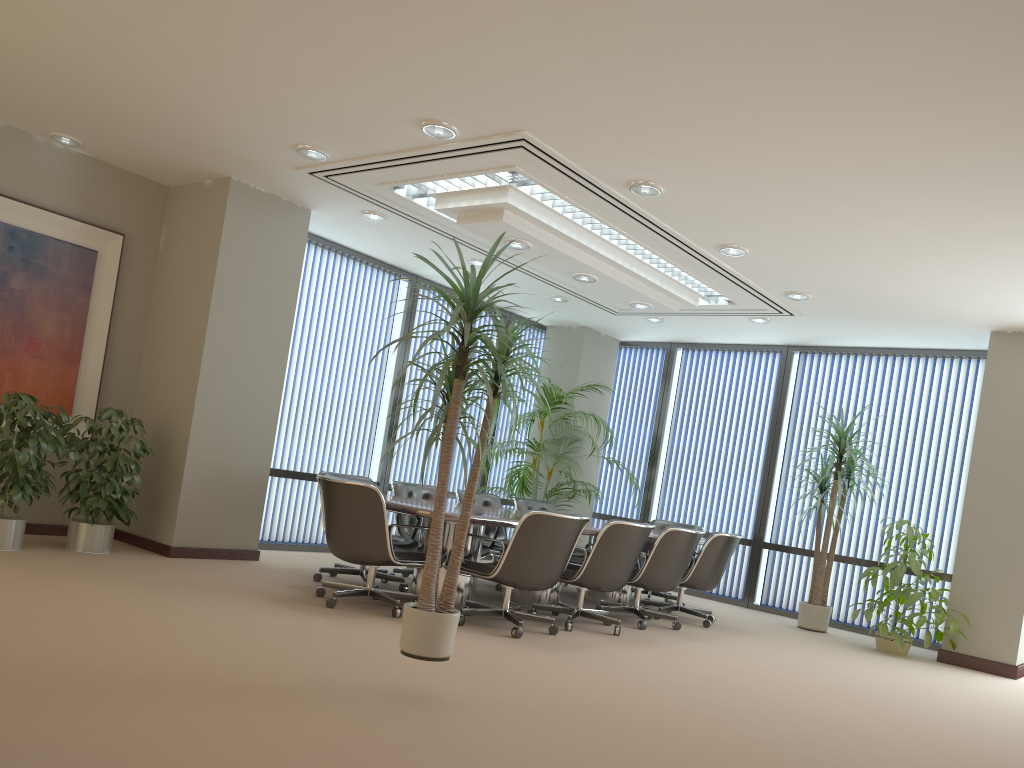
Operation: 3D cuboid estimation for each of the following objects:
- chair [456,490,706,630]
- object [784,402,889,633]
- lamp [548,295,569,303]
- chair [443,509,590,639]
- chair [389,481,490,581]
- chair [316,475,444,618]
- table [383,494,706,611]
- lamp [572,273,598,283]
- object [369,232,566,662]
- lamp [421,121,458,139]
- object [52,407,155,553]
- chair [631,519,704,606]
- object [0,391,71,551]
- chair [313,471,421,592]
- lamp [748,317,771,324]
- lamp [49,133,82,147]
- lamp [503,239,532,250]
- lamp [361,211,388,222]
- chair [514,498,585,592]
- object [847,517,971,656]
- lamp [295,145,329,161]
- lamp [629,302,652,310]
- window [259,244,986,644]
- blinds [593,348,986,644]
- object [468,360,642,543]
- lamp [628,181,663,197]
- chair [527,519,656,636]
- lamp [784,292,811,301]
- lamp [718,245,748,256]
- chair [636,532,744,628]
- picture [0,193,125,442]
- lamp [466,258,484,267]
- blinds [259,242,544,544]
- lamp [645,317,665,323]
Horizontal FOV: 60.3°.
[{"bbox_3d":[0.488,1.544,7.943,2.512,0.856,0.766,4,-5,39],"label":"chair"},{"bbox_3d":[3.226,1.353,8.898,1.013,2.309,1.038,9,-1,15],"label":"object"},{"bbox_3d":[0.503,-0.912,9.497,0.227,0.035,0.224,12,-7,-26],"label":"lamp"},{"bbox_3d":[0.019,1.267,6.101,0.851,0.857,0.761,6,-4,43],"label":"chair"},{"bbox_3d":[-0.683,1.345,7.812,0.847,0.857,0.767,6,-4,39],"label":"chair"},{"bbox_3d":[-0.954,1.111,6.076,0.754,0.857,0.861,7,-4,40],"label":"chair"},{"bbox_3d":[0.242,1.525,7.628,1.497,0.747,4.115,5,-7,39],"label":"table"},{"bbox_3d":[0.628,-0.910,7.616,0.227,0.035,0.224,12,-7,-26],"label":"lamp"},{"bbox_3d":[-0.239,0.292,3.858,0.802,1.829,0.822,9,-1,15],"label":"object"},{"bbox_3d":[-0.437,-1.523,5.307,0.224,0.035,0.227,3,-8,43],"label":"lamp"},{"bbox_3d":[-3.143,0.715,6.696,0.740,1.091,0.796,10,-2,-19],"label":"object"},{"bbox_3d":[1.517,1.841,9.159,0.754,0.857,0.861,7,-4,39],"label":"chair"},{"bbox_3d":[-3.488,0.601,6.163,0.794,1.091,0.742,8,-2,21],"label":"object"},{"bbox_3d":[-1.181,1.190,7.127,0.847,0.857,0.767,7,-4,34],"label":"chair"},{"bbox_3d":[2.525,-0.647,9.003,0.224,0.035,0.227,6,-7,29],"label":"lamp"},{"bbox_3d":[-3.371,-1.838,6.659,0.227,0.035,0.224,14,-8,-40],"label":"lamp"},{"bbox_3d":[0.040,-1.084,6.883,0.227,0.035,0.224,13,-7,-33],"label":"lamp"},{"bbox_3d":[-1.161,-1.404,7.422,0.227,0.035,0.224,13,-7,-33],"label":"lamp"},{"bbox_3d":[0.405,1.659,9.103,0.847,0.857,0.766,6,-4,44],"label":"chair"},{"bbox_3d":[3.645,1.911,8.093,0.976,1.310,0.861,9,-2,10],"label":"object"},{"bbox_3d":[-1.381,-1.587,6.083,0.227,0.035,0.224,13,-7,-33],"label":"lamp"},{"bbox_3d":[1.216,-0.736,8.350,0.227,0.035,0.224,12,-7,-26],"label":"lamp"},{"bbox_3d":[0.908,0.758,10.228,7.383,2.907,3.542,10,-4,-5],"label":"window"},{"bbox_3d":[2.729,1.056,10.379,4.899,2.902,0.051,5,-3,39],"label":"blinds"},{"bbox_3d":[0.307,0.942,10.221,2.184,2.474,2.079,11,-3,-30],"label":"object"},{"bbox_3d":[0.870,-1.267,5.753,0.224,0.035,0.227,6,-7,29],"label":"lamp"},{"bbox_3d":[0.602,1.432,6.757,0.847,0.857,0.767,6,-4,39],"label":"chair"},{"bbox_3d":[2.534,-0.775,7.828,0.227,0.035,0.224,12,-7,-26],"label":"lamp"},{"bbox_3d":[1.702,-1.021,6.790,0.227,0.035,0.224,12,-7,-26],"label":"lamp"},{"bbox_3d":[1.612,1.737,8.081,0.847,0.857,0.742,7,-4,34],"label":"chair"},{"bbox_3d":[-3.731,-0.489,6.749,0.057,1.743,1.309,9,-2,40],"label":"picture"},{"bbox_3d":[-0.329,-1.158,8.459,0.227,0.035,0.224,12,-7,-26],"label":"lamp"},{"bbox_3d":[-0.960,0.431,10.012,0.031,2.900,4.949,9,-4,40],"label":"blinds"},{"bbox_3d":[1.581,-0.710,9.778,0.227,0.035,0.224,14,-8,-40],"label":"lamp"}]
